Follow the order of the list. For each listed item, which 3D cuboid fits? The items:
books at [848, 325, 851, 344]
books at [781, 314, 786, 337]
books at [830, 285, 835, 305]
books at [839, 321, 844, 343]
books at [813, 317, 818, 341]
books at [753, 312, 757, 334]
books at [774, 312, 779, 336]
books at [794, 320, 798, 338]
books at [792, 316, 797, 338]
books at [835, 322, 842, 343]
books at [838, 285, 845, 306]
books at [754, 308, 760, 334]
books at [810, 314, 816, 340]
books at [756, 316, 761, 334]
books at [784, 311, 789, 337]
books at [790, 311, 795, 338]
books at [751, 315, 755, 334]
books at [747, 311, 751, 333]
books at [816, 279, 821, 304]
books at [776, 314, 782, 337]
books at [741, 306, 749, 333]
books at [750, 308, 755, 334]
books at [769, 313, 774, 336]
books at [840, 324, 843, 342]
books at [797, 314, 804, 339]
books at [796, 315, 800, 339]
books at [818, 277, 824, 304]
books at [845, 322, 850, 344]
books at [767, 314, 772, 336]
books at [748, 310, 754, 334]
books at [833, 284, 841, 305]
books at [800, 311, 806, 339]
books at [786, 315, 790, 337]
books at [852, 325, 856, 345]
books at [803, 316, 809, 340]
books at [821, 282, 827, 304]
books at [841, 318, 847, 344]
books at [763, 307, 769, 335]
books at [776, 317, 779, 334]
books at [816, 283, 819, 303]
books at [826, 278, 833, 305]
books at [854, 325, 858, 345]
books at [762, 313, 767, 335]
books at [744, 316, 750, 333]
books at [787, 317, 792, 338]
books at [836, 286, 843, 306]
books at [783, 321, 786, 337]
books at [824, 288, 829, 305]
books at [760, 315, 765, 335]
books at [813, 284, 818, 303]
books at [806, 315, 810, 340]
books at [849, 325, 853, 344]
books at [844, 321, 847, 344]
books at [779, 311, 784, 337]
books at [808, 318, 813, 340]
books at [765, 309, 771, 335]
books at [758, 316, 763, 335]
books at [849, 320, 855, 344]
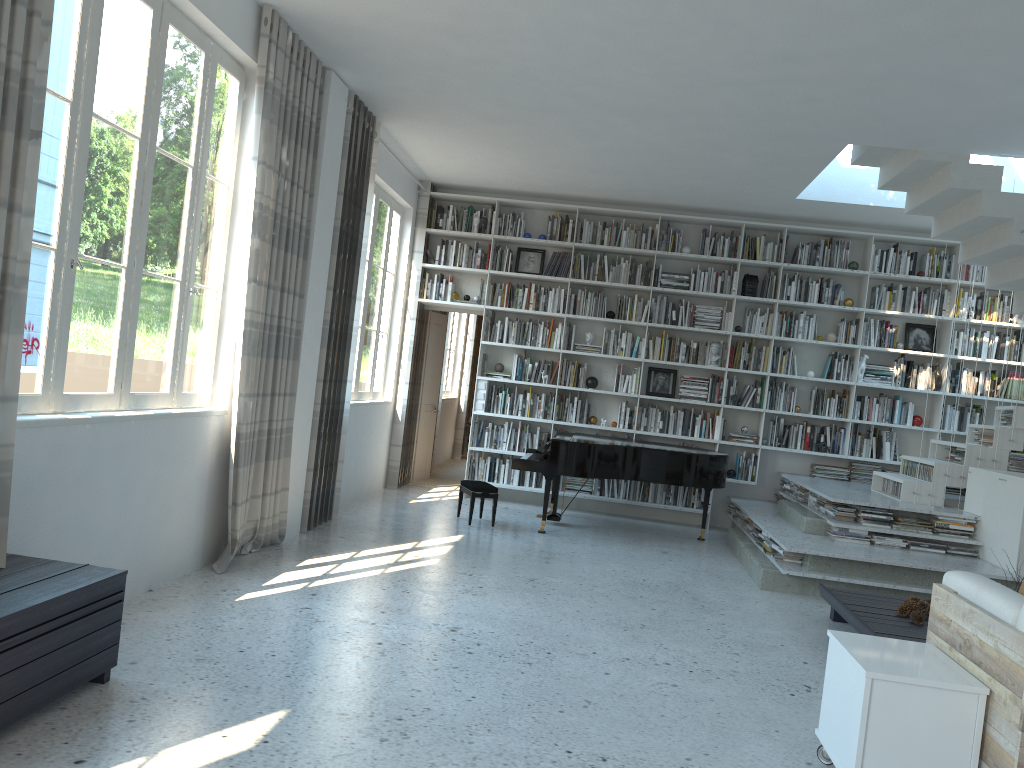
[{"bbox_3d":[3.399,-0.492,8.992,0.012,0.206,0.137,7,1,6],"label":"books"},{"bbox_3d":[2.752,-0.588,9.044,0.014,0.248,0.176,7,1,6],"label":"books"},{"bbox_3d":[3.229,-0.884,8.994,0.030,0.213,0.156,7,1,6],"label":"books"},{"bbox_3d":[3.330,-0.513,8.994,0.012,0.232,0.154,7,1,6],"label":"books"},{"bbox_3d":[3.081,-0.553,9.024,0.034,0.254,0.161,7,1,6],"label":"books"},{"bbox_3d":[2.474,-0.614,9.079,0.023,0.236,0.178,7,1,6],"label":"books"},{"bbox_3d":[2.675,-0.599,9.049,0.028,0.251,0.190,7,1,6],"label":"books"},{"bbox_3d":[2.878,-0.546,9.036,0.025,0.194,0.171,7,1,6],"label":"books"},{"bbox_3d":[2.856,-0.571,9.030,0.022,0.237,0.164,7,1,6],"label":"books"},{"bbox_3d":[3.311,-0.509,9.001,0.015,0.220,0.140,7,1,6],"label":"books"},{"bbox_3d":[3.332,-0.881,8.998,0.026,0.229,0.140,7,1,6],"label":"books"},{"bbox_3d":[2.491,-0.631,9.056,0.028,0.275,0.187,7,1,6],"label":"books"},{"bbox_3d":[3.042,-0.567,9.005,0.024,0.272,0.169,7,1,6],"label":"books"},{"bbox_3d":[2.503,-0.589,9.066,0.024,0.195,0.173,7,1,6],"label":"books"},{"bbox_3d":[2.792,-0.602,9.068,0.014,0.284,0.135,7,1,6],"label":"books"},{"bbox_3d":[2.840,-0.594,9.025,0.014,0.280,0.177,7,1,6],"label":"books"},{"bbox_3d":[2.458,-0.601,9.087,0.023,0.207,0.171,7,1,6],"label":"books"},{"bbox_3d":[2.418,-0.623,9.096,0.024,0.242,0.159,7,1,6],"label":"books"},{"bbox_3d":[3.095,-0.926,9.008,0.012,0.265,0.156,7,1,6],"label":"books"},{"bbox_3d":[2.719,-0.589,9.068,0.030,0.242,0.138,7,1,6],"label":"books"},{"bbox_3d":[2.389,-0.649,9.100,0.018,0.285,0.159,7,1,6],"label":"books"},{"bbox_3d":[2.451,-0.636,9.088,0.019,0.275,0.146,7,1,6],"label":"books"},{"bbox_3d":[2.632,-0.596,9.061,0.026,0.238,0.173,7,1,6],"label":"books"},{"bbox_3d":[3.320,-0.501,8.996,0.005,0.205,0.154,7,1,6],"label":"books"},{"bbox_3d":[2.918,-0.576,9.013,0.030,0.263,0.182,7,1,6],"label":"books"},{"bbox_3d":[2.900,-0.575,9.040,0.011,0.257,0.131,7,1,6],"label":"books"},{"bbox_3d":[3.128,-0.932,9.017,0.012,0.285,0.159,7,1,6],"label":"books"},{"bbox_3d":[3.386,-0.505,8.988,0.016,0.228,0.160,7,1,6],"label":"books"},{"bbox_3d":[2.611,-0.594,9.048,0.028,0.230,0.176,7,1,6],"label":"books"},{"bbox_3d":[2.435,-0.625,9.089,0.028,0.250,0.164,7,1,6],"label":"books"},{"bbox_3d":[3.270,-0.891,8.978,0.054,0.235,0.171,7,1,6],"label":"books"},{"bbox_3d":[2.951,-0.589,9.035,0.027,0.295,0.159,7,1,6],"label":"books"},{"bbox_3d":[2.800,-0.577,9.047,0.013,0.236,0.157,7,1,6],"label":"books"},{"bbox_3d":[3.437,-0.487,8.965,0.013,0.204,0.173,7,1,6],"label":"books"},{"bbox_3d":[2.972,-0.561,9.018,0.025,0.245,0.183,7,1,6],"label":"books"},{"bbox_3d":[3.144,-0.907,8.997,0.030,0.238,0.185,7,1,6],"label":"books"},{"bbox_3d":[3.344,-0.529,8.980,0.015,0.267,0.164,7,1,6],"label":"books"},{"bbox_3d":[2.585,-0.630,9.069,0.028,0.293,0.154,7,1,6],"label":"books"},{"bbox_3d":[2.696,-0.575,9.075,0.013,0.210,0.140,7,1,6],"label":"books"},{"bbox_3d":[3.081,-0.906,9.008,0.011,0.222,0.159,7,1,6],"label":"books"},{"bbox_3d":[3.202,-0.924,8.982,0.029,0.285,0.183,7,1,6],"label":"books"},{"bbox_3d":[3.462,-0.485,8.966,0.012,0.206,0.169,7,1,6],"label":"books"},{"bbox_3d":[2.564,-0.602,9.070,0.024,0.234,0.149,7,1,6],"label":"books"},{"bbox_3d":[2.394,-0.597,9.078,0.028,0.185,0.181,7,1,6],"label":"books"},{"bbox_3d":[2.818,-0.564,9.047,0.026,0.216,0.161,7,1,6],"label":"books"},{"bbox_3d":[3.293,-0.879,8.984,0.048,0.216,0.182,7,1,6],"label":"books"},{"bbox_3d":[2.767,-0.552,9.054,0.021,0.179,0.136,7,1,6],"label":"books"},{"bbox_3d":[3.170,-0.875,8.999,0.027,0.181,0.176,7,1,6],"label":"books"},{"bbox_3d":[2.544,-0.593,9.065,0.029,0.211,0.157,7,1,6],"label":"books"},{"bbox_3d":[3.063,-0.902,8.996,0.021,0.209,0.181,7,1,6],"label":"books"},{"bbox_3d":[2.999,-0.567,9.035,0.024,0.262,0.133,7,1,6],"label":"books"},{"bbox_3d":[3.410,-0.489,8.979,0.013,0.202,0.173,7,1,6],"label":"books"},{"bbox_3d":[3.359,-0.516,8.989,0.016,0.244,0.151,7,1,6],"label":"books"},{"bbox_3d":[2.742,-0.605,9.061,0.014,0.278,0.154,7,1,6],"label":"books"},{"bbox_3d":[3.018,-0.549,9.019,0.021,0.232,0.183,7,1,6],"label":"books"},{"bbox_3d":[2.599,-0.620,9.065,0.025,0.277,0.173,7,1,6],"label":"books"},{"bbox_3d":[2.522,-0.588,9.067,0.027,0.196,0.185,7,1,6],"label":"books"},{"bbox_3d":[3.426,-0.514,8.967,0.016,0.257,0.175,7,1,6],"label":"books"}]
